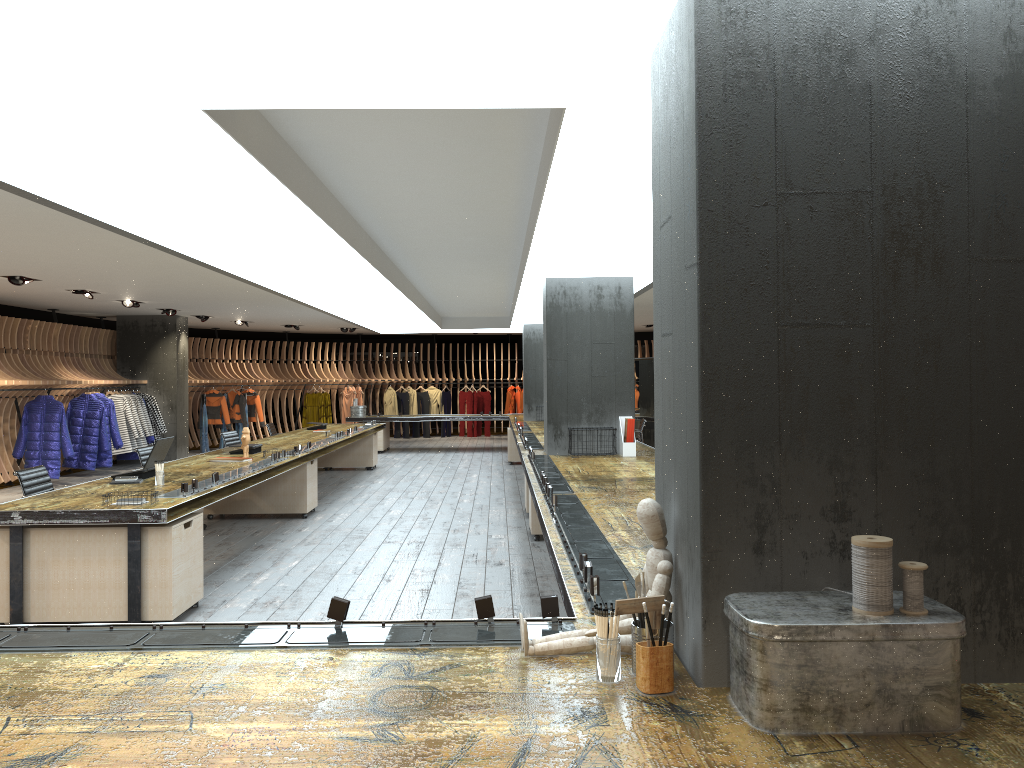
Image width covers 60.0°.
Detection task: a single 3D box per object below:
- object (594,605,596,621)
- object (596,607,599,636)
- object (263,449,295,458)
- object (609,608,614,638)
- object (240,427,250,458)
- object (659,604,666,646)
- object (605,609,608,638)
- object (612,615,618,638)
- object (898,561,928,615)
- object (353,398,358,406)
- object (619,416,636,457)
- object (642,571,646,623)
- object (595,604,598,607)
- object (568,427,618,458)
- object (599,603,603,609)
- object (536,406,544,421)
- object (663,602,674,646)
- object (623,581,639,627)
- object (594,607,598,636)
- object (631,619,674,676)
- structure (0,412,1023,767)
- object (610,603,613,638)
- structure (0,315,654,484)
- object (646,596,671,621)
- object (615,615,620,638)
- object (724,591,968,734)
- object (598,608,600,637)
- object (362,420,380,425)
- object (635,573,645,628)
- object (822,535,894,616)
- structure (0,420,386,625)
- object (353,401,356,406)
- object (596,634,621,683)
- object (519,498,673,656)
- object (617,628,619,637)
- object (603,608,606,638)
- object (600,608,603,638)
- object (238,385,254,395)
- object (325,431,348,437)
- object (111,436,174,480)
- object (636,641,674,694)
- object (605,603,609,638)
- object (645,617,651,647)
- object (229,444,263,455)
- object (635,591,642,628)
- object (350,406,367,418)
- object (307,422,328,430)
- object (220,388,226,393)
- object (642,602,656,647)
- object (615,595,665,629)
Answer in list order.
[{"bbox_3d":[0.223,0.648,2.259,0.030,0.170,0.007,0,-1,-15],"label":"object"},{"bbox_3d":[0.222,0.648,2.245,0.007,0.170,0.030,-1,-1,36],"label":"object"},{"bbox_3d":[-2.345,0.704,8.928,0.302,0.074,0.217,-1,0,-7],"label":"object"},{"bbox_3d":[0.245,0.648,2.229,0.007,0.170,0.030,0,-1,-44],"label":"object"},{"bbox_3d":[-2.673,0.587,8.893,0.097,0.301,0.320,0,0,-17],"label":"object"},{"bbox_3d":[0.362,0.635,2.157,0.008,0.207,0.054,0,-1,-14],"label":"object"},{"bbox_3d":[0.235,0.648,2.230,0.007,0.170,0.030,0,-1,-17],"label":"object"},{"bbox_3d":[0.254,0.648,2.233,0.030,0.170,0.007,-1,-1,19],"label":"object"},{"bbox_3d":[0.894,0.454,1.974,0.062,0.109,0.062,0,-1,-31],"label":"object"},{"bbox_3d":[-3.207,0.406,18.672,0.262,0.204,0.088,0,-1,-2],"label":"object"},{"bbox_3d":[1.149,0.519,8.820,0.129,0.383,0.239,0,0,-1],"label":"object"},{"bbox_3d":[0.343,0.611,2.280,0.008,0.267,0.060,-1,-1,16],"label":"object"},{"bbox_3d":[0.229,0.648,2.267,0.030,0.170,0.007,-1,-1,12],"label":"object"},{"bbox_3d":[0.795,0.574,8.756,0.459,0.290,0.329,-1,0,-3],"label":"object"},{"bbox_3d":[0.237,0.648,2.271,0.030,0.170,0.007,-1,-1,39],"label":"object"},{"bbox_3d":[0.670,0.541,16.158,0.459,0.290,0.329,-1,0,2],"label":"object"},{"bbox_3d":[0.376,0.634,2.169,0.008,0.207,0.054,0,-1,-36],"label":"object"},{"bbox_3d":[0.324,0.626,2.294,0.084,0.240,0.009,0,-1,-24],"label":"object"},{"bbox_3d":[0.221,0.648,2.249,0.030,0.170,0.007,0,-1,-41],"label":"object"},{"bbox_3d":[0.364,0.684,2.294,0.108,0.128,0.108,-1,0,14],"label":"object"},{"bbox_3d":[-0.887,1.042,10.321,4.836,0.844,18.473,-1,0,-1],"label":"structure"},{"bbox_3d":[0.256,0.648,2.267,0.007,0.170,0.030,-1,-1,2],"label":"object"},{"bbox_3d":[-0.170,0.189,6.274,14.882,2.440,36.550,-1,0,-1],"label":"structure"},{"bbox_3d":[0.375,0.644,2.284,0.081,0.198,0.050,-1,-1,24],"label":"object"},{"bbox_3d":[0.261,0.648,2.240,0.030,0.170,0.007,0,-1,-7],"label":"object"},{"bbox_3d":[0.753,0.628,2.035,0.498,0.239,0.303,-1,0,0],"label":"object"},{"bbox_3d":[0.224,0.648,2.240,0.007,0.170,0.030,-1,-1,22],"label":"object"},{"bbox_3d":[-2.462,0.675,15.524,0.302,0.074,0.217,-1,0,-7],"label":"object"},{"bbox_3d":[0.338,0.614,2.280,0.012,0.264,0.062,-1,-1,41],"label":"object"},{"bbox_3d":[0.806,0.448,2.077,0.088,0.204,0.262,0,0,-2],"label":"object"},{"bbox_3d":[-2.727,1.057,10.504,1.162,0.844,10.450,-1,0,-1],"label":"structure"},{"bbox_3d":[-3.309,0.414,18.584,0.062,0.109,0.062,0,-1,-35],"label":"object"},{"bbox_3d":[0.245,0.693,2.250,0.061,0.111,0.061,0,0,-12],"label":"object"},{"bbox_3d":[0.243,0.541,2.490,0.431,0.429,0.195,0,-1,-5],"label":"object"},{"bbox_3d":[0.264,0.648,2.249,0.030,0.170,0.007,0,-1,-34],"label":"object"},{"bbox_3d":[0.231,0.648,2.232,0.007,0.170,0.030,0,-1,-5],"label":"object"},{"bbox_3d":[0.227,0.648,2.236,0.007,0.170,0.030,-1,-1,10],"label":"object"},{"bbox_3d":[-6.169,0.139,20.242,0.549,0.243,0.023,-1,-1,-24],"label":"object"},{"bbox_3d":[-2.397,0.688,12.147,0.302,0.071,0.209,-1,0,-6],"label":"object"},{"bbox_3d":[-2.947,0.590,7.091,0.365,0.316,0.373,0,0,-1],"label":"object"},{"bbox_3d":[0.348,0.688,2.174,0.084,0.111,0.083,0,0,-14],"label":"object"},{"bbox_3d":[0.247,0.648,2.272,0.007,0.170,0.030,0,-1,-24],"label":"object"},{"bbox_3d":[0.340,0.657,2.205,0.018,0.158,0.011,-1,-1,16],"label":"object"},{"bbox_3d":[-2.829,0.692,9.426,0.262,0.088,0.373,-1,0,-1],"label":"object"},{"bbox_3d":[0.335,0.636,2.289,0.009,0.222,0.082,-1,-1,28],"label":"object"},{"bbox_3d":[-3.244,0.585,18.724,0.303,0.239,0.497,-1,0,0],"label":"object"},{"bbox_3d":[-3.074,0.661,13.991,0.261,0.111,0.373,-1,0,-1],"label":"object"},{"bbox_3d":[-6.422,0.144,19.705,0.023,0.243,0.549,0,0,-4],"label":"object"},{"bbox_3d":[0.344,0.634,2.161,0.054,0.207,0.008,0,-1,-18],"label":"object"},{"bbox_3d":[0.319,0.642,2.240,0.138,0.209,0.034,0,-1,-21],"label":"object"}]
